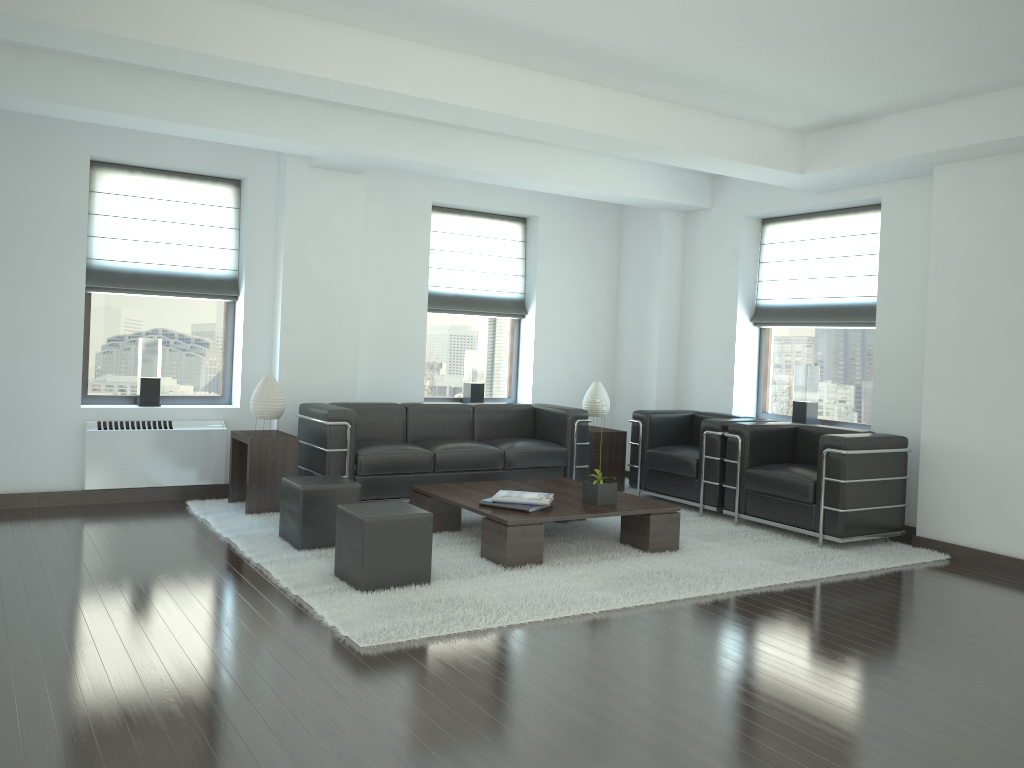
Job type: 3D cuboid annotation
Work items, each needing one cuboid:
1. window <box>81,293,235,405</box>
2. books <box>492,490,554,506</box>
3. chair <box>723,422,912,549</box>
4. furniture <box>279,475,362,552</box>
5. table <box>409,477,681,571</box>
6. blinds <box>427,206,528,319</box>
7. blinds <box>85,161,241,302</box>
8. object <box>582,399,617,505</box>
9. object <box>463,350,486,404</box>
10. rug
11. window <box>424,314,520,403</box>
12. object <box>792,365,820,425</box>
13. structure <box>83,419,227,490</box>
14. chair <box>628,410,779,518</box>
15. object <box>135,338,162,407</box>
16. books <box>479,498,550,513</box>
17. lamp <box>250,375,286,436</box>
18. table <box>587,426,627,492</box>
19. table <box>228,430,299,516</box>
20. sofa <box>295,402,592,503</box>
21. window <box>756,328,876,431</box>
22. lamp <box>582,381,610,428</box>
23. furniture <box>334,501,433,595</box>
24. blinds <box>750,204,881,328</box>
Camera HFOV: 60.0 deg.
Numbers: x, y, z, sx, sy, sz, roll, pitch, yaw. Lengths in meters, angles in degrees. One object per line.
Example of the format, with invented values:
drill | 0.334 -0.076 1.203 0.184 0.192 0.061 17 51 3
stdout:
window | -4.126 -1.126 10.418 1.700 2.731 0.146 2 1 -32
books | 0.108 1.053 8.191 0.518 0.045 0.446 3 2 9
chair | 3.219 1.054 9.534 1.123 1.170 1.648 2 2 -32
furniture | -1.780 1.177 8.206 0.588 0.579 0.603 1 2 -32
table | 0.275 1.324 8.763 1.935 0.441 1.923 1 3 -32
blinds | -0.518 -1.686 12.434 1.685 1.476 0.222 1 1 -32
blinds | -4.009 -1.743 10.279 1.685 1.476 0.222 1 1 -32
object | 0.841 0.643 8.510 0.252 0.992 0.336 2 1 -32
object | -0.527 -0.078 12.397 0.238 0.776 0.243 2 1 -32
rug | 0.347 1.493 9.311 6.249 0.110 5.174 1 3 -32
window | -0.634 -1.069 12.573 1.700 2.731 0.146 2 1 -32
object | 3.681 0.158 11.105 0.238 0.776 0.243 2 1 -32
structure | -3.974 0.772 9.926 1.461 0.726 0.193 1 1 -32
chair | 2.342 0.955 10.972 1.123 1.170 1.648 2 2 -32
object | -4.157 -0.137 10.157 0.238 0.776 0.243 2 1 -32
books | 0.032 1.097 8.140 0.518 0.045 0.446 4 3 29
lamp | -2.650 0.225 9.623 0.374 0.654 0.375 2 1 -27
table | 1.088 1.028 12.028 0.526 0.844 0.787 2 2 -32
table | -2.720 0.966 9.678 0.526 0.844 0.787 2 2 -32
sofa | -0.752 0.838 10.614 3.475 1.170 1.124 1 2 -32
window | 4.009 -0.812 11.223 0.146 2.731 2.134 2 1 -32
lamp | 1.137 0.286 11.961 0.374 0.654 0.375 2 1 -2
furniture | -1.012 1.263 6.962 0.588 0.579 0.603 1 2 -32
blinds | 3.894 -1.442 11.126 0.222 1.476 2.125 2 2 -32
